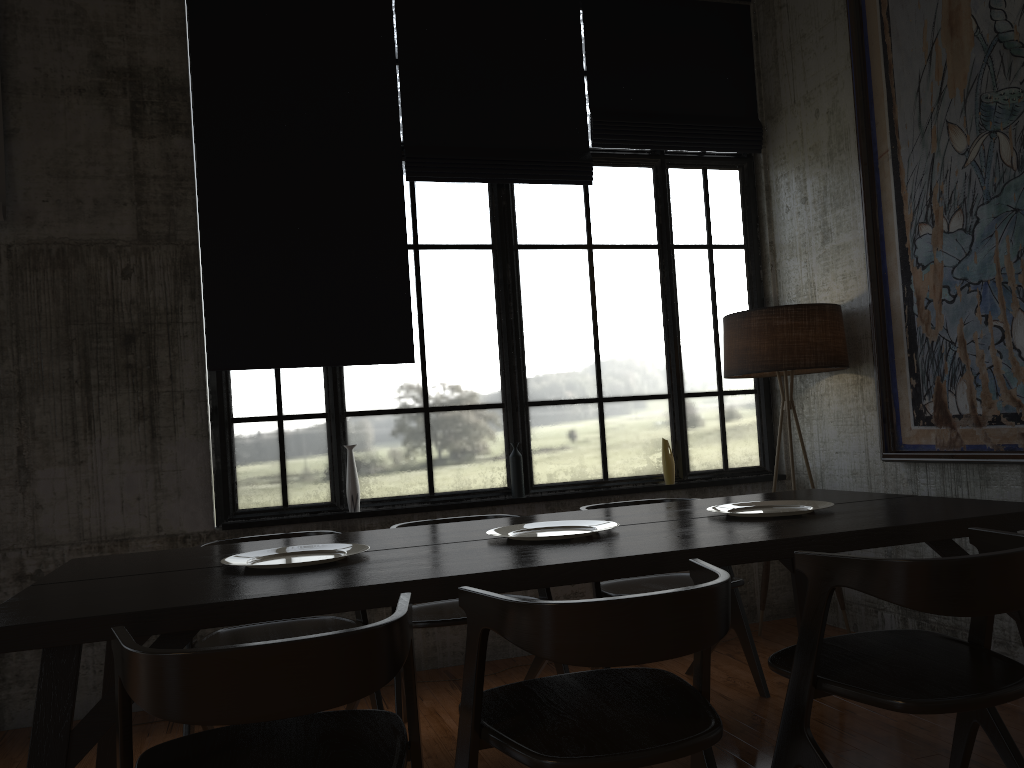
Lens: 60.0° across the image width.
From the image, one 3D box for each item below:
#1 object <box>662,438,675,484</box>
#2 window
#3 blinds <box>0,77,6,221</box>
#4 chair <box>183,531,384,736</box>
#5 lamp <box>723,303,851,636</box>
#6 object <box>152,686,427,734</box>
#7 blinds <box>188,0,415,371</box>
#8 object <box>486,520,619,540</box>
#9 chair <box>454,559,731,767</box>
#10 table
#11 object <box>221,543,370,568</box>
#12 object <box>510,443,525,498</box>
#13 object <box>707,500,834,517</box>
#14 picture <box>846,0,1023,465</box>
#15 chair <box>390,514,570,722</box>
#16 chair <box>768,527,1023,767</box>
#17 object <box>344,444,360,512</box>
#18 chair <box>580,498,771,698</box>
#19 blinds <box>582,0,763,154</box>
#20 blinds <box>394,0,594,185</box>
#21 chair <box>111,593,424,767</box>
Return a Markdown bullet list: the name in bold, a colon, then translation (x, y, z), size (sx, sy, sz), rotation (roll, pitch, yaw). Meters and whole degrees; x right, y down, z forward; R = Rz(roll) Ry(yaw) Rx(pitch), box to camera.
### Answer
- **object**: translation (1.051, 0.517, 5.966), size (0.073, 0.318, 0.074), rotation (-5, -2, 35)
- **window**: translation (-0.027, -0.938, 5.795), size (3.810, 3.432, 0.050), rotation (-3, -2, -17)
- **blinds**: translation (-4.914, -1.655, 4.133), size (4.463, 1.774, 0.137), rotation (-3, -2, -17)
- **chair**: translation (-1.060, 1.218, 4.057), size (0.878, 0.992, 0.770), rotation (-3, -2, -18)
- **lamp**: translation (1.751, 0.575, 5.524), size (0.752, 2.054, 0.753), rotation (-4, -2, -5)
- **object**: translation (4.100, 0.940, 1.951), size (20.820, 0.656, 8.784), rotation (-3, -3, -17)
- **blinds**: translation (-1.263, -1.365, 5.355), size (1.215, 2.532, 0.034), rotation (-3, -1, -17)
- **object**: translation (0.162, 0.583, 3.513), size (0.526, 0.024, 0.527), rotation (-3, -3, -7)
- **chair**: translation (0.259, 1.047, 2.550), size (0.878, 0.992, 0.770), rotation (-3, -2, -18)
- **table**: translation (0.155, 1.103, 3.547), size (3.700, 1.005, 1.641), rotation (-3, -3, -17)
- **object**: translation (-0.782, 0.629, 3.222), size (0.526, 0.024, 0.527), rotation (-3, -3, -7)
- **object**: translation (0.030, 0.552, 5.654), size (0.080, 0.351, 0.080), rotation (-4, -2, 14)
- **object**: translation (1.105, 0.537, 3.804), size (0.526, 0.024, 0.527), rotation (-3, -3, -7)
- **picture**: translation (2.339, -1.156, 4.444), size (0.142, 3.117, 1.657), rotation (-3, -2, -17)
- **chair**: translation (-0.201, 1.177, 4.322), size (0.878, 0.992, 0.770), rotation (-3, -2, -17)
- **chair**: translation (1.282, 0.995, 2.821), size (0.878, 0.992, 0.771), rotation (-3, -2, -21)
- **object**: translation (-0.964, 0.570, 5.353), size (0.082, 0.410, 0.082), rotation (-5, -2, 33)
- **chair**: translation (0.767, 1.130, 4.629), size (0.878, 0.992, 0.770), rotation (-3, -2, -17)
- **blinds**: translation (1.120, -2.177, 6.099), size (1.295, 1.141, 0.052), rotation (-3, -2, -17)
- **blinds**: translation (-0.104, -1.990, 5.715), size (1.254, 1.396, 0.052), rotation (-3, -2, -17)
- **chair**: translation (-0.601, 1.088, 2.285), size (0.878, 0.992, 0.770), rotation (-3, -2, -17)
